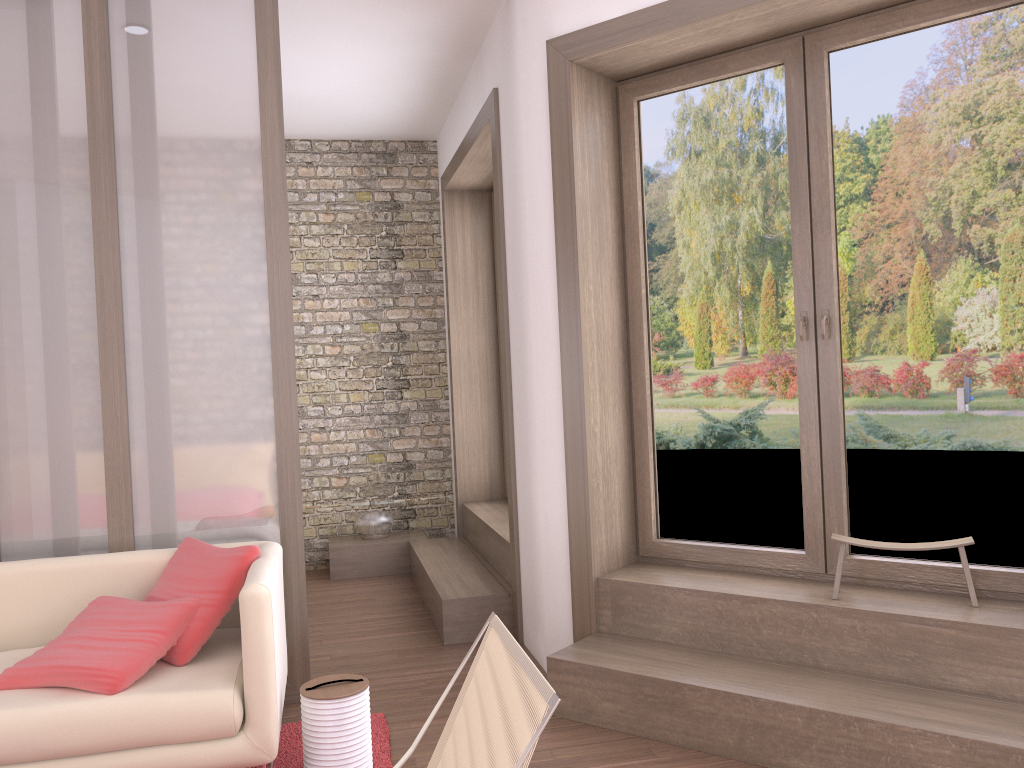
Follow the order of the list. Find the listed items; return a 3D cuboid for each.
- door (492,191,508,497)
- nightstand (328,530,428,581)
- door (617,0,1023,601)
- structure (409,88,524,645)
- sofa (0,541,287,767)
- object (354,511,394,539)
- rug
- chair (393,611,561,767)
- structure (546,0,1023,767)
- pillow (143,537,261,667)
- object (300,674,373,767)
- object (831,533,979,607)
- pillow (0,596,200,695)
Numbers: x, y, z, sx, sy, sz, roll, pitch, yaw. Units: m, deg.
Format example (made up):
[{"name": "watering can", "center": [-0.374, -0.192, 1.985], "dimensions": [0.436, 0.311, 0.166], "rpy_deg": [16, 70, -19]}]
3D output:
[{"name": "door", "center": [0.093, -0.287, 5.635], "dimensions": [0.117, 2.221, 1.750], "rpy_deg": [-3, 1, -12]}, {"name": "nightstand", "center": [-0.987, 1.258, 6.545], "dimensions": [0.707, 0.240, 0.400], "rpy_deg": [-3, 1, -12]}, {"name": "door", "center": [1.257, -0.319, 3.665], "dimensions": [1.800, 2.275, 0.142], "rpy_deg": [-2, 1, 38]}, {"name": "structure", "center": [-0.215, -0.089, 5.585], "dimensions": [0.808, 2.881, 2.039], "rpy_deg": [-3, 1, -12]}, {"name": "sofa", "center": [-1.929, 1.071, 3.066], "dimensions": [2.204, 0.751, 0.919], "rpy_deg": [-3, 1, -12]}, {"name": "object", "center": [-1.020, 1.039, 6.577], "dimensions": [0.296, 0.199, 0.211], "rpy_deg": [-3, 1, -15]}, {"name": "rug", "center": [-1.619, 1.445, 1.769], "dimensions": [2.938, 0.016, 3.344], "rpy_deg": [-3, 1, -12]}, {"name": "chair", "center": [-0.375, 1.010, 1.969], "dimensions": [0.853, 0.762, 0.739], "rpy_deg": [-3, 1, -12]}, {"name": "structure", "center": [1.054, -0.129, 3.392], "dimensions": [2.039, 2.881, 0.845], "rpy_deg": [-2, 1, 38]}, {"name": "pillow", "center": [-1.235, 0.802, 3.331], "dimensions": [0.498, 0.377, 0.379], "rpy_deg": [-2, 1, 38]}, {"name": "object", "center": [-0.613, 1.212, 3.105], "dimensions": [0.239, 0.341, 0.239], "rpy_deg": [-2, 1, 20]}, {"name": "object", "center": [1.473, 0.695, 3.353], "dimensions": [0.499, 0.233, 0.136], "rpy_deg": [-2, 1, 23]}, {"name": "pillow", "center": [-1.413, 0.896, 3.069], "dimensions": [0.507, 0.224, 0.467], "rpy_deg": [-2, 1, 15]}]
